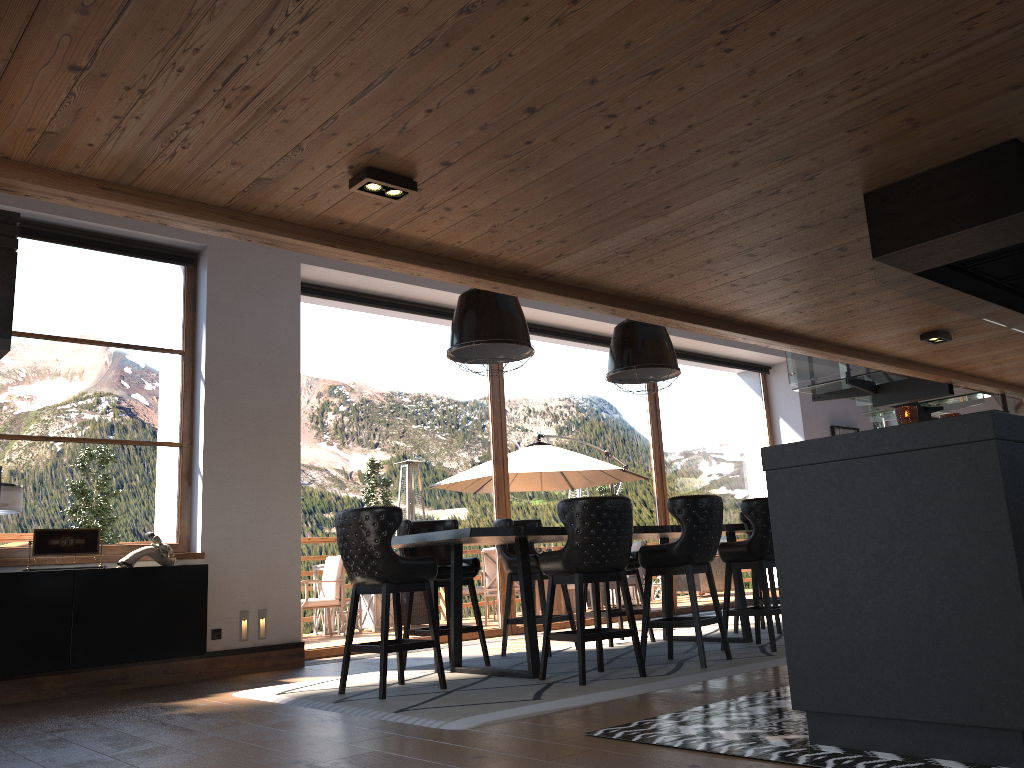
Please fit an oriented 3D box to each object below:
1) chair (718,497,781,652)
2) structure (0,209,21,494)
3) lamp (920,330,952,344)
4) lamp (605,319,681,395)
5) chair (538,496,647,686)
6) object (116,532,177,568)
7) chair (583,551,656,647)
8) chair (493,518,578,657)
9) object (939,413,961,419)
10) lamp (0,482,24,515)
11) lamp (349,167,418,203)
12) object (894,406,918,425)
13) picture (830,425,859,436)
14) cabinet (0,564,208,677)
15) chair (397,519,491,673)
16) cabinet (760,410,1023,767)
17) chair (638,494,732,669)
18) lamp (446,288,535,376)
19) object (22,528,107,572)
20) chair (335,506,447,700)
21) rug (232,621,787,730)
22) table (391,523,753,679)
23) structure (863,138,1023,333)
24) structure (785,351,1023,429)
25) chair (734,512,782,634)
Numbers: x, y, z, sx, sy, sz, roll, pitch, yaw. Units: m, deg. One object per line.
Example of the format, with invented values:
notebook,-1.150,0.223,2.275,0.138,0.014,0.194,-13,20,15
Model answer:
chair,1.871,1.404,6.558,0.509,1.095,0.560,8,-16,-41
structure,-2.676,0.195,3.979,0.438,1.654,1.425,8,-16,-40
lamp,3.496,-0.390,7.313,0.264,0.068,0.153,7,-16,-40
lamp,0.958,-2.219,7.728,0.620,4.697,0.621,-4,-12,4
chair,0.494,1.254,5.403,0.509,1.095,0.561,5,-14,-31
object,-2.701,1.224,6.562,0.179,0.263,0.502,-7,-12,17
chair,0.827,1.706,7.663,0.509,1.095,0.561,5,-14,-31
chair,0.156,1.634,7.177,0.561,1.095,0.509,-11,-15,32
object,1.727,0.160,3.483,0.079,0.081,0.079,-4,-12,4
lamp,-3.523,0.892,5.888,0.475,0.727,0.464,4,-14,-31
lamp,-0.561,-0.872,3.863,0.264,0.068,0.153,7,-16,-40
object,1.446,0.127,3.244,0.079,0.081,0.079,-4,-12,4
picture,5.276,1.321,13.817,0.782,1.315,0.058,7,-16,-40
cabinet,-3.100,1.623,6.116,1.887,0.657,0.397,7,-16,-40
chair,-0.551,1.537,6.513,0.509,1.095,0.560,8,-16,-41
cabinet,3.134,0.926,4.634,4.853,1.106,0.877,7,-16,-40
chair,1.164,1.307,5.893,0.561,1.095,0.509,-11,-15,32
lamp,-0.264,-2.364,6.689,0.620,4.697,0.621,-4,-12,4
object,-3.104,1.152,6.176,0.506,0.288,0.148,7,-16,-40
chair,-0.764,1.299,5.312,0.574,1.095,0.497,8,-16,-41
rug,1.092,2.041,6.708,5.693,0.047,2.517,7,-15,-40
table,0.782,1.579,6.639,3.838,0.952,1.410,7,-16,-40
structure,3.200,-0.628,5.093,3.286,0.477,0.701,7,-16,-40
structure,3.687,2.487,11.455,11.147,6.415,9.087,7,-16,-40
chair,2.290,1.676,7.979,0.574,1.095,0.497,8,-16,-41
